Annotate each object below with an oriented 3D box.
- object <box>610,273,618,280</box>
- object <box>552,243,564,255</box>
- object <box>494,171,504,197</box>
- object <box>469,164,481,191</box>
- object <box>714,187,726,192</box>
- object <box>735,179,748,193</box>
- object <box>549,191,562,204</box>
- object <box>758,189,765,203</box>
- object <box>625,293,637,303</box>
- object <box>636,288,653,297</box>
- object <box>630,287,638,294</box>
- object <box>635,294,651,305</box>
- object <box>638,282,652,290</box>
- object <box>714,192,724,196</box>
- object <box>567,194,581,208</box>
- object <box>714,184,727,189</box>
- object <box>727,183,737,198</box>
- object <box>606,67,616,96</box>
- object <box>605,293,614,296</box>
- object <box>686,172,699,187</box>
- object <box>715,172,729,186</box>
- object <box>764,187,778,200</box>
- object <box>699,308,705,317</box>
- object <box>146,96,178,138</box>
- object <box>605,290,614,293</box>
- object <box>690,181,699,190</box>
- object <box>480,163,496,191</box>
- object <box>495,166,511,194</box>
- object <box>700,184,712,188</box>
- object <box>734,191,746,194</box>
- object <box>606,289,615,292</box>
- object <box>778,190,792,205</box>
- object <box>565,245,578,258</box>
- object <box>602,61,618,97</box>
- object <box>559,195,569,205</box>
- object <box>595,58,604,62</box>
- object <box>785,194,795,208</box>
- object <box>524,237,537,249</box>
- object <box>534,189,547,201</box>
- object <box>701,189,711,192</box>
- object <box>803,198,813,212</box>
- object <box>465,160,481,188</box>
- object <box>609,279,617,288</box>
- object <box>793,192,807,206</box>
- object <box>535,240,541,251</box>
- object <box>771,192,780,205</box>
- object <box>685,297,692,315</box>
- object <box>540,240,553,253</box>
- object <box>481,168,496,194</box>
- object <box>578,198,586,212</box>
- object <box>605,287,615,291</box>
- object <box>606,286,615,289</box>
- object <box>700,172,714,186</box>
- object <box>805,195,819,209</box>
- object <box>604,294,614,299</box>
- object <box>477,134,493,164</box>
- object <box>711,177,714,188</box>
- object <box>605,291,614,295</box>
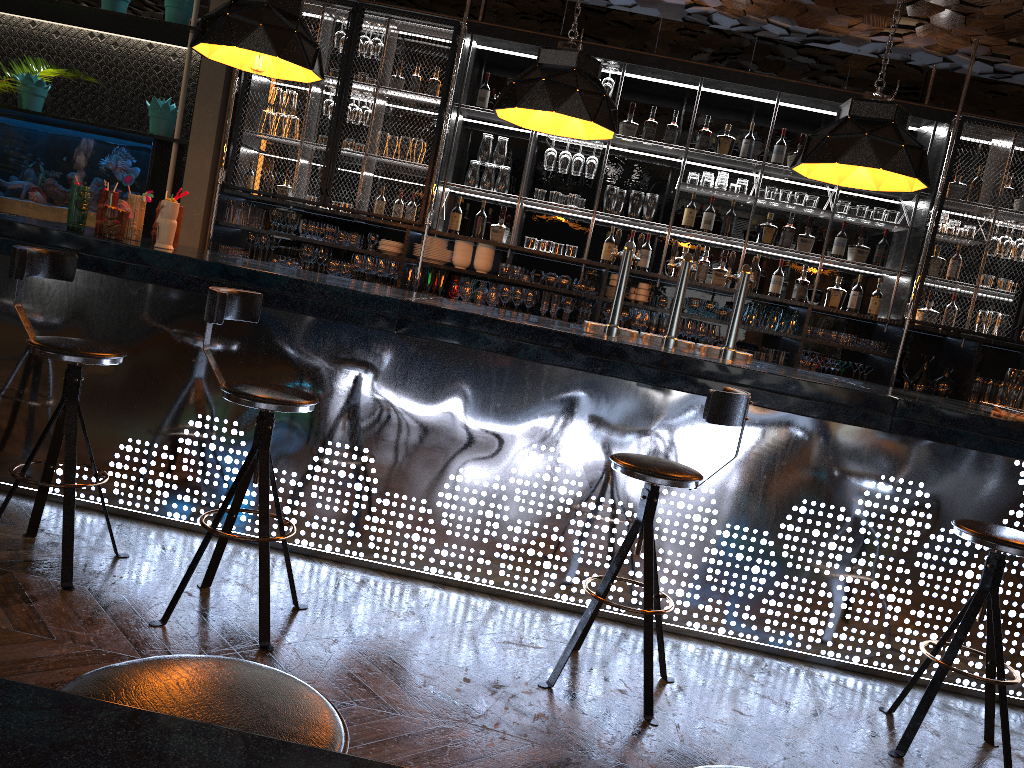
[{"bbox_3d":[0.772,-0.785,6.599,0.094,0.069,0.106,12,7,8],"label":"object"},{"bbox_3d":[0.346,-1.022,6.752,0.089,0.092,0.089,13,7,13],"label":"object"},{"bbox_3d":[-0.072,-1.545,6.790,0.105,0.209,0.105,5,9,-42],"label":"object"},{"bbox_3d":[-0.298,-1.593,6.817,0.105,0.209,0.105,5,9,-42],"label":"object"},{"bbox_3d":[1.551,-1.472,6.578,0.089,0.092,0.089,10,7,-8],"label":"object"},{"bbox_3d":[1.695,-1.460,6.541,0.089,0.092,0.089,10,7,-7],"label":"object"},{"bbox_3d":[0.320,-1.392,6.652,0.089,0.092,0.089,9,7,-20],"label":"object"},{"bbox_3d":[1.891,-1.419,6.698,0.089,0.092,0.089,5,9,-46],"label":"object"},{"bbox_3d":[0.919,-0.645,6.685,0.106,0.067,0.094,7,8,-35],"label":"object"},{"bbox_3d":[0.975,-0.669,6.589,0.094,0.069,0.106,17,9,43],"label":"object"},{"bbox_3d":[0.934,-0.687,6.677,0.094,0.069,0.105,9,7,-21],"label":"object"},{"bbox_3d":[0.968,-0.624,6.591,0.106,0.067,0.094,10,7,-10],"label":"object"},{"bbox_3d":[0.980,-0.712,6.573,0.094,0.068,0.106,11,7,2],"label":"object"},{"bbox_3d":[1.581,-1.483,6.720,0.089,0.092,0.089,15,7,28],"label":"object"},{"bbox_3d":[0.457,-1.357,6.586,0.089,0.092,0.089,10,7,-13],"label":"object"},{"bbox_3d":[1.555,-1.494,6.576,0.089,0.092,0.089,10,7,-8],"label":"object"},{"bbox_3d":[1.676,-1.459,6.683,0.089,0.092,0.089,10,7,-8],"label":"object"},{"bbox_3d":[0.720,-2.244,6.653,0.092,0.244,0.092,6,8,-37],"label":"object"},{"bbox_3d":[0.755,-0.655,6.616,0.149,0.023,0.149,8,7,-29],"label":"object"},{"bbox_3d":[1.337,-1.512,6.555,0.089,0.092,0.089,15,7,28],"label":"object"},{"bbox_3d":[1.560,-1.519,6.573,0.089,0.092,0.089,11,7,-2],"label":"object"},{"bbox_3d":[1.904,-1.397,6.534,0.089,0.092,0.089,8,7,-26],"label":"object"},{"bbox_3d":[1.478,-0.573,6.765,0.108,0.126,0.108,8,7,-26],"label":"object"},{"bbox_3d":[-2.647,-2.018,6.722,0.265,0.325,0.245,11,7,-4],"label":"object"},{"bbox_3d":[0.759,-0.678,6.613,0.149,0.024,0.149,11,7,1],"label":"object"},{"bbox_3d":[1.370,-1.524,6.716,0.089,0.092,0.089,8,7,-26],"label":"object"},{"bbox_3d":[-0.178,-1.555,6.696,0.105,0.209,0.105,5,9,-42],"label":"object"},{"bbox_3d":[-0.066,-1.531,6.679,0.105,0.209,0.105,5,9,-42],"label":"object"},{"bbox_3d":[1.435,-1.491,6.545,0.089,0.092,0.089,8,7,-26],"label":"object"},{"bbox_3d":[1.691,-1.440,6.543,0.089,0.092,0.089,15,7,28],"label":"object"},{"bbox_3d":[0.763,-0.687,6.611,0.149,0.026,0.148,12,7,9],"label":"object"},{"bbox_3d":[2.012,-1.377,6.542,0.089,0.092,0.089,7,8,-34],"label":"object"},{"bbox_3d":[0.446,-0.995,6.685,0.089,0.092,0.089,13,7,13],"label":"object"},{"bbox_3d":[0.710,-2.227,6.490,0.092,0.244,0.092,6,8,-37],"label":"object"},{"bbox_3d":[0.395,-1.389,6.760,0.089,0.092,0.089,16,8,34],"label":"object"},{"bbox_3d":[0.609,-2.248,6.494,0.092,0.244,0.092,6,8,-37],"label":"object"},{"bbox_3d":[2.101,-1.372,6.658,0.089,0.092,0.089,11,7,1],"label":"object"},{"bbox_3d":[0.138,-1.055,6.676,0.089,0.092,0.089,8,7,-26],"label":"object"},{"bbox_3d":[0.210,-1.419,6.700,0.089,0.092,0.089,9,7,-20],"label":"object"},{"bbox_3d":[1.476,-1.501,6.700,0.089,0.092,0.089,15,7,28],"label":"object"},{"bbox_3d":[2.244,-1.347,6.682,0.089,0.092,0.089,8,7,-23],"label":"object"},{"bbox_3d":[-0.295,-1.579,6.700,0.105,0.209,0.105,5,9,-42],"label":"object"},{"bbox_3d":[0.774,-0.739,6.604,0.107,0.070,0.094,15,8,32],"label":"object"},{"bbox_3d":[2.114,-1.353,6.514,0.089,0.092,0.089,7,8,-34],"label":"object"},{"bbox_3d":[0.223,-1.057,6.841,0.089,0.092,0.089,8,7,-26],"label":"object"},{"bbox_3d":[1.990,-1.399,6.700,0.089,0.092,0.089,17,9,41],"label":"object"},{"bbox_3d":[1.367,-0.595,6.769,0.100,0.125,0.100,13,7,15],"label":"object"},{"bbox_3d":[0.254,-1.030,6.658,0.089,0.092,0.089,7,8,-34],"label":"object"},{"bbox_3d":[-0.179,-1.568,6.805,0.105,0.209,0.105,5,9,-42],"label":"object"},{"bbox_3d":[0.513,-1.366,6.763,0.089,0.092,0.089,10,7,-13],"label":"object"},{"bbox_3d":[0.763,-0.698,6.610,0.149,0.025,0.149,7,8,-35],"label":"object"},{"bbox_3d":[0.764,-0.709,6.609,0.149,0.026,0.148,12,7,9],"label":"object"},{"bbox_3d":[1.439,-1.511,6.542,0.089,0.092,0.089,5,9,-46],"label":"object"},{"bbox_3d":[2.213,-1.337,6.544,0.089,0.092,0.089,5,9,-43],"label":"object"},{"bbox_3d":[0.753,-0.646,6.617,0.149,0.022,0.149,8,7,-29],"label":"object"},{"bbox_3d":[-0.198,-1.771,6.673,0.105,0.209,0.105,5,9,-42],"label":"object"},{"bbox_3d":[1.480,-1.521,6.698,0.089,0.092,0.089,15,7,28],"label":"object"},{"bbox_3d":[0.758,-0.667,6.614,0.149,0.023,0.149,10,7,-13],"label":"object"}]
